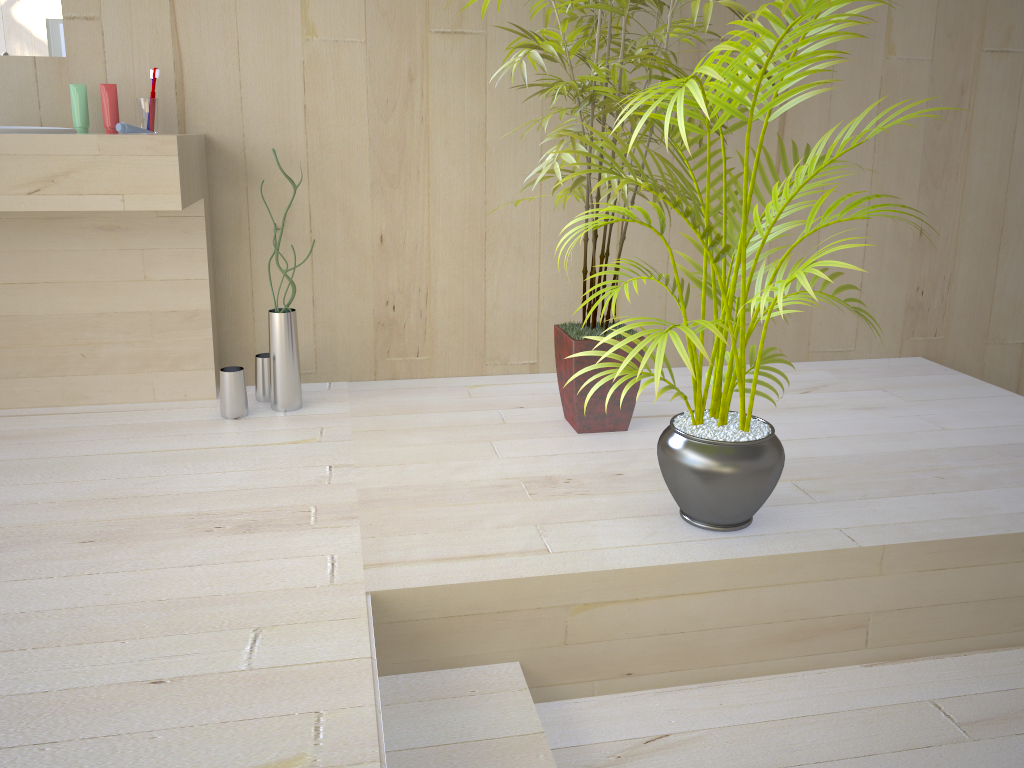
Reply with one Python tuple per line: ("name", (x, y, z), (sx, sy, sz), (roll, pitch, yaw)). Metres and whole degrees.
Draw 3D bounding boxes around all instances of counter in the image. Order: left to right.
("counter", (-1.444, -0.257, 2.327), (1.205, 0.780, 0.558), (-2, 14, -11))

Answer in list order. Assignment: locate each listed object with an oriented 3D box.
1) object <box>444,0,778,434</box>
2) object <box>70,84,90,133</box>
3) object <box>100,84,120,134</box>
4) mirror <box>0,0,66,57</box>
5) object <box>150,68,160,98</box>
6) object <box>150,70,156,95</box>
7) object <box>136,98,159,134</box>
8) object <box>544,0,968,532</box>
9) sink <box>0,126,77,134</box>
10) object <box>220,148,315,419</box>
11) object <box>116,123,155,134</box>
("object", (0.244, -0.744, 2.338), (0.936, 1.733, 0.797), (4, 14, 13))
("object", (-1.199, -0.763, 2.457), (0.039, 0.133, 0.039), (8, 15, 29))
("object", (-1.095, -0.748, 2.412), (0.039, 0.133, 0.039), (8, 15, 29))
("mirror", (-1.571, -1.323, 2.342), (0.653, 0.857, 0.023), (-2, 13, -12))
("object", (-0.991, -0.785, 2.456), (0.050, 0.176, 0.012), (8, 15, 27))
("object", (-1.013, -0.793, 2.485), (0.012, 0.173, 0.054), (4, 14, 13))
("object", (-1.017, -0.749, 2.479), (0.058, 0.099, 0.059), (0, 14, -1))
("object", (0.432, -0.263, 1.694), (0.752, 1.142, 0.927), (6, 15, 21))
("sink", (-1.397, -0.644, 2.197), (0.574, 0.414, 0.511), (-1, 15, -8))
("object", (-0.745, -0.306, 2.587), (0.274, 0.739, 0.411), (-5, 15, -23))
("object", (-1.020, -0.692, 2.395), (0.033, 0.028, 0.105), (8, 18, 27))
